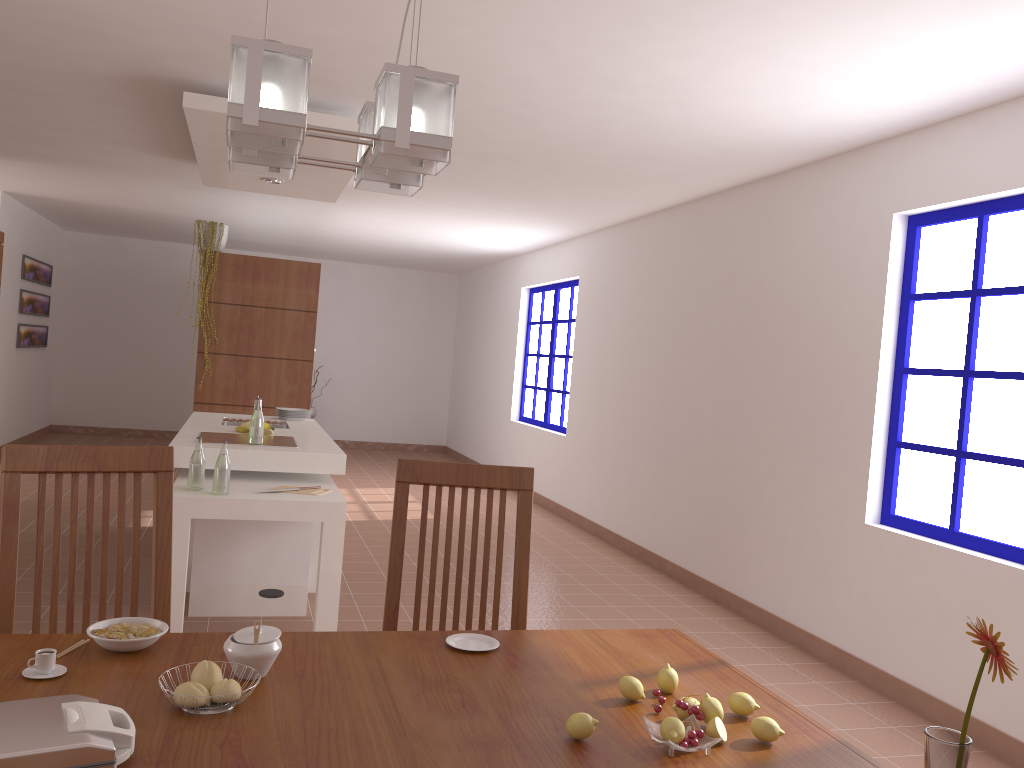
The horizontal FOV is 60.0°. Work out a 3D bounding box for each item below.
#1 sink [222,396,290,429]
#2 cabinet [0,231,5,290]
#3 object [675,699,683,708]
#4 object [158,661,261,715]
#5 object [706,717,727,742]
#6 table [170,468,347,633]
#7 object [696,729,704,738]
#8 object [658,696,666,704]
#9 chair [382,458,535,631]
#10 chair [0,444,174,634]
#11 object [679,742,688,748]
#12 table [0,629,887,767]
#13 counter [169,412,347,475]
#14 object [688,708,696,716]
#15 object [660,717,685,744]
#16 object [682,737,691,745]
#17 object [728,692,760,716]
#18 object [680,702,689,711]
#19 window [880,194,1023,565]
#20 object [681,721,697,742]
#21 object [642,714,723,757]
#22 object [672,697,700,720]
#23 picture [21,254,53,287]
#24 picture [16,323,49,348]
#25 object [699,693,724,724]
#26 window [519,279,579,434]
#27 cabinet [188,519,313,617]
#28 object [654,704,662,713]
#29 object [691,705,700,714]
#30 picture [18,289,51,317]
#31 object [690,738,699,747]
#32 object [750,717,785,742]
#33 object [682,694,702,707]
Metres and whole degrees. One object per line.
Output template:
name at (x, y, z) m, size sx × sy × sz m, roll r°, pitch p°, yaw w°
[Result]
sink at (-1.636, 0.245, 5.660) m, size 0.404 × 0.368 × 0.668 m, roll 4°, pitch 1°, yaw -17°
cabinet at (-3.663, -0.497, 4.522) m, size 0.754 × 1.200 × 4.718 m, roll 4°, pitch 1°, yaw -17°
object at (0.277, 0.528, 1.464) m, size 0.014 × 0.014 × 0.013 m, roll 6°, pitch 2°, yaw 40°
object at (-0.471, 0.478, 1.380) m, size 0.151 × 0.041 × 0.151 m, roll 6°, pitch 1°, yaw 33°
object at (0.323, 0.545, 1.400) m, size 0.033 × 0.036 × 0.039 m, roll 5°, pitch 1°, yaw 21°
table at (-1.245, 0.791, 4.262) m, size 0.737 × 0.647 × 1.003 m, roll 4°, pitch 1°, yaw -17°
object at (0.291, 0.543, 1.375) m, size 0.014 × 0.014 × 0.012 m, roll 5°, pitch 1°, yaw -4°
object at (0.260, 0.549, 1.539) m, size 0.014 × 0.012 × 0.014 m, roll 4°, pitch 1°, yaw -13°
chair at (-0.123, 0.726, 1.900) m, size 0.444 × 1.063 × 0.574 m, roll 5°, pitch 1°, yaw -7°
chair at (-0.788, 0.675, 1.698) m, size 0.444 × 1.063 × 0.574 m, roll 4°, pitch 2°, yaw -36°
object at (0.260, 0.548, 1.344) m, size 0.014 × 0.013 × 0.014 m, roll 4°, pitch 1°, yaw -12°
table at (-0.385, 0.879, 1.330) m, size 1.800 × 0.740 × 0.900 m, roll 4°, pitch 1°, yaw -17°
counter at (-1.546, 0.668, 5.267) m, size 0.821 × 0.800 × 2.156 m, roll 4°, pitch 1°, yaw -17°
object at (0.293, 0.535, 1.445) m, size 0.012 × 0.014 × 0.014 m, roll 4°, pitch 2°, yaw -36°
object at (0.246, 0.530, 1.357) m, size 0.043 × 0.038 × 0.042 m, roll 4°, pitch 2°, yaw -40°
object at (0.268, 0.549, 1.363) m, size 0.014 × 0.013 × 0.014 m, roll 5°, pitch 1°, yaw 7°
object at (0.394, 0.548, 1.518) m, size 0.043 × 0.038 × 0.043 m, roll 4°, pitch 1°, yaw -28°
object at (0.282, 0.527, 1.450) m, size 0.014 × 0.014 × 0.012 m, roll 5°, pitch 1°, yaw 4°
window at (2.030, -0.023, 3.296) m, size 0.035 × 1.430 × 1.699 m, roll 4°, pitch 1°, yaw -17°
object at (0.273, 0.545, 1.386) m, size 0.040 × 0.023 × 0.049 m, roll 5°, pitch 1°, yaw 29°
object at (0.260, 0.543, 1.365) m, size 0.092 × 0.032 × 0.091 m, roll 4°, pitch 1°, yaw -17°
object at (0.293, 0.541, 1.475) m, size 0.041 × 0.039 × 0.044 m, roll 6°, pitch 2°, yaw 37°
picture at (-5.154, -1.219, 9.643) m, size 0.015 × 0.248 × 1.408 m, roll 4°, pitch 1°, yaw -17°
picture at (-5.212, -0.521, 9.658) m, size 0.015 × 0.248 × 1.408 m, roll 4°, pitch 1°, yaw -17°
object at (0.327, 0.536, 1.456) m, size 0.039 × 0.049 × 0.039 m, roll 5°, pitch 1°, yaw -9°
window at (0.396, -0.276, 8.749) m, size 0.035 × 1.430 × 1.699 m, roll 4°, pitch 1°, yaw -17°
cabinet at (-1.530, 0.720, 5.215) m, size 0.737 × 0.700 × 2.048 m, roll 4°, pitch 1°, yaw -17°
object at (0.246, 0.548, 1.496) m, size 0.014 × 0.014 × 0.012 m, roll 4°, pitch 1°, yaw -28°
object at (0.298, 0.528, 1.439) m, size 0.012 × 0.014 × 0.014 m, roll 4°, pitch 2°, yaw -36°
picture at (-5.183, -0.870, 9.650) m, size 0.015 × 0.248 × 1.408 m, roll 4°, pitch 1°, yaw -17°
object at (0.279, 0.550, 1.358) m, size 0.013 × 0.014 × 0.014 m, roll 5°, pitch 1°, yaw 12°
object at (0.405, 0.551, 1.414) m, size 0.043 × 0.038 × 0.043 m, roll 4°, pitch 1°, yaw -28°
object at (0.298, 0.522, 1.466) m, size 0.034 × 0.011 × 0.037 m, roll 6°, pitch 1°, yaw 33°
